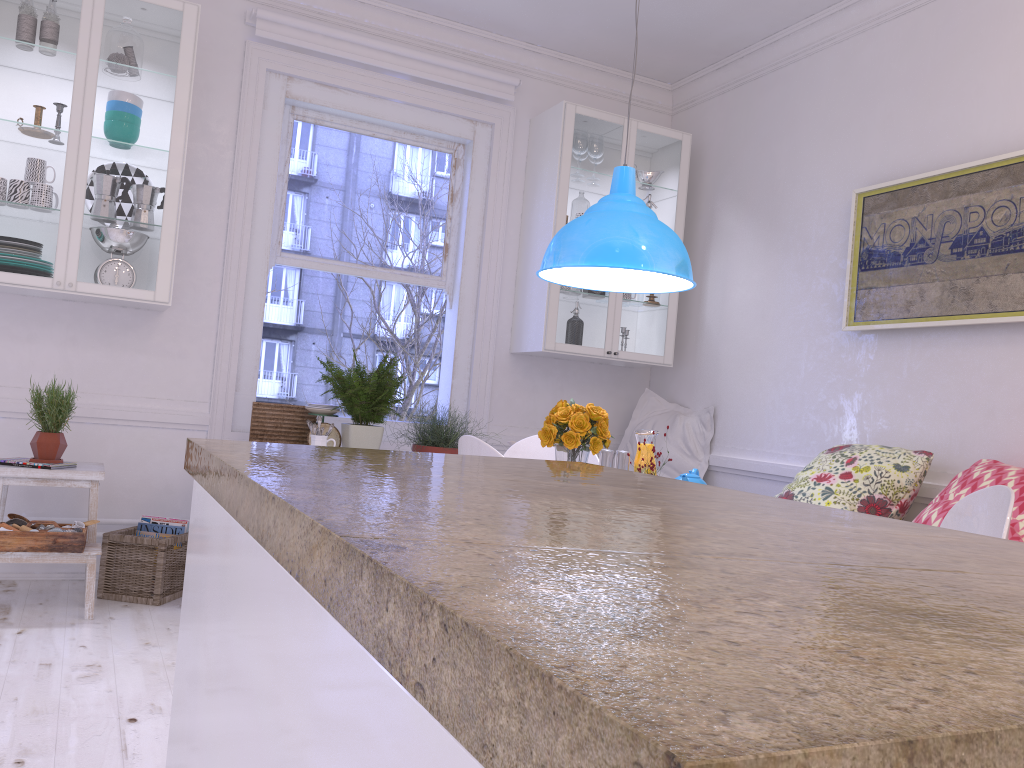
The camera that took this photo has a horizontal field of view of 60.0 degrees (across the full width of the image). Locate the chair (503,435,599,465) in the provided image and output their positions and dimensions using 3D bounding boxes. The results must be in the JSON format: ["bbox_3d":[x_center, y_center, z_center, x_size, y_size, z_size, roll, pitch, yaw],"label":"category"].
[{"bbox_3d":[0.072,0.607,3.381,0.604,0.845,0.483,4,-2,20],"label":"chair"}]

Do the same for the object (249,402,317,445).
[{"bbox_3d":[-1.054,0.212,4.088,0.294,0.237,0.028,6,-2,-26],"label":"object"}]

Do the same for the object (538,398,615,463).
[{"bbox_3d":[0.208,0.222,2.934,0.235,0.351,0.234,4,-2,29],"label":"object"}]

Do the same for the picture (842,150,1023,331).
[{"bbox_3d":[1.701,-0.540,3.488,0.020,0.629,0.971,6,-2,-26],"label":"picture"}]

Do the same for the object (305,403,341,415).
[{"bbox_3d":[-0.867,0.115,4.070,0.164,0.047,0.163,4,-2,24],"label":"object"}]

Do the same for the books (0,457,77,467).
[{"bbox_3d":[-1.894,0.309,3.522,0.246,0.007,0.180,5,-2,4],"label":"books"}]

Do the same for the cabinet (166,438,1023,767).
[{"bbox_3d":[0.045,0.533,0.867,0.654,0.842,1.167,6,-2,-26],"label":"cabinet"}]

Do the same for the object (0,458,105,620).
[{"bbox_3d":[-1.856,0.595,3.508,0.418,0.534,0.599,6,-2,-26],"label":"object"}]

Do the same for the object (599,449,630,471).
[{"bbox_3d":[0.340,0.318,2.989,0.101,0.186,0.122,5,-2,4],"label":"object"}]

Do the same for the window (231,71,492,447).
[{"bbox_3d":[-0.779,-0.601,4.684,1.234,1.782,0.181,6,-2,-26],"label":"window"}]

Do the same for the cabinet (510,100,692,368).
[{"bbox_3d":[0.505,-0.786,4.923,0.823,1.311,0.425,6,-2,-26],"label":"cabinet"}]

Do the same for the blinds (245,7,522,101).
[{"bbox_3d":[-0.614,-1.664,4.541,1.451,0.131,0.136,6,-2,-26],"label":"blinds"}]

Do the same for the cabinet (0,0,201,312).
[{"bbox_3d":[-1.845,-1.026,3.791,0.823,1.311,0.425,6,-2,-26],"label":"cabinet"}]

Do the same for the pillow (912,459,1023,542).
[{"bbox_3d":[1.628,0.469,2.951,0.491,0.424,0.587,6,-2,-23],"label":"pillow"}]

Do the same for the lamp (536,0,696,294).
[{"bbox_3d":[0.453,-1.335,3.187,0.568,1.948,0.568,5,-2,8],"label":"lamp"}]

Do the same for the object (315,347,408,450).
[{"bbox_3d":[-0.676,0.096,4.022,0.438,0.527,0.368,6,-2,-26],"label":"object"}]

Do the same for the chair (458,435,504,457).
[{"bbox_3d":[0.060,0.581,2.496,0.483,0.845,0.604,6,-2,-26],"label":"chair"}]

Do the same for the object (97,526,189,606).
[{"bbox_3d":[-1.542,0.764,3.761,0.276,0.270,0.276,5,-2,8],"label":"object"}]

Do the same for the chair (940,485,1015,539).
[{"bbox_3d":[0.946,0.651,2.217,0.483,0.845,0.604,5,-2,9],"label":"chair"}]

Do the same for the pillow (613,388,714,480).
[{"bbox_3d":[0.825,0.345,4.910,0.677,0.642,0.374,4,-2,35],"label":"pillow"}]

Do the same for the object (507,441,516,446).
[{"bbox_3d":[0.041,0.356,4.297,0.127,0.152,0.115,7,-2,-43],"label":"object"}]

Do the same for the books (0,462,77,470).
[{"bbox_3d":[-1.895,0.318,3.521,0.246,0.011,0.180,5,-2,4],"label":"books"}]

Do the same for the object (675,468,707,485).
[{"bbox_3d":[0.578,0.353,2.892,0.156,0.151,0.150,6,-2,-22],"label":"object"}]

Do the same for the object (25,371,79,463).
[{"bbox_3d":[-1.826,0.127,3.540,0.196,0.367,0.186,4,-2,19],"label":"object"}]

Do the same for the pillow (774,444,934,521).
[{"bbox_3d":[1.335,0.457,3.569,0.509,0.447,0.592,6,-2,-21],"label":"pillow"}]

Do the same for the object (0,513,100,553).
[{"bbox_3d":[-1.748,0.559,3.330,0.358,0.110,0.211,6,-2,-23],"label":"object"}]

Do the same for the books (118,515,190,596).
[{"bbox_3d":[-1.537,0.731,3.775,0.221,0.306,0.205,5,-2,8],"label":"books"}]

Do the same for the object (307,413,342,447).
[{"bbox_3d":[-0.869,0.242,4.059,0.159,0.208,0.185,6,-2,-26],"label":"object"}]

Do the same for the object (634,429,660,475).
[{"bbox_3d":[0.449,0.288,3.013,0.094,0.267,0.116,5,-2,1],"label":"object"}]

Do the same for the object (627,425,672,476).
[{"bbox_3d":[0.447,0.271,2.797,0.128,0.287,0.128,6,-2,-24],"label":"object"}]

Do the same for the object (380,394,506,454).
[{"bbox_3d":[-0.322,0.228,4.086,0.668,0.367,0.531,5,-2,-1],"label":"object"}]
